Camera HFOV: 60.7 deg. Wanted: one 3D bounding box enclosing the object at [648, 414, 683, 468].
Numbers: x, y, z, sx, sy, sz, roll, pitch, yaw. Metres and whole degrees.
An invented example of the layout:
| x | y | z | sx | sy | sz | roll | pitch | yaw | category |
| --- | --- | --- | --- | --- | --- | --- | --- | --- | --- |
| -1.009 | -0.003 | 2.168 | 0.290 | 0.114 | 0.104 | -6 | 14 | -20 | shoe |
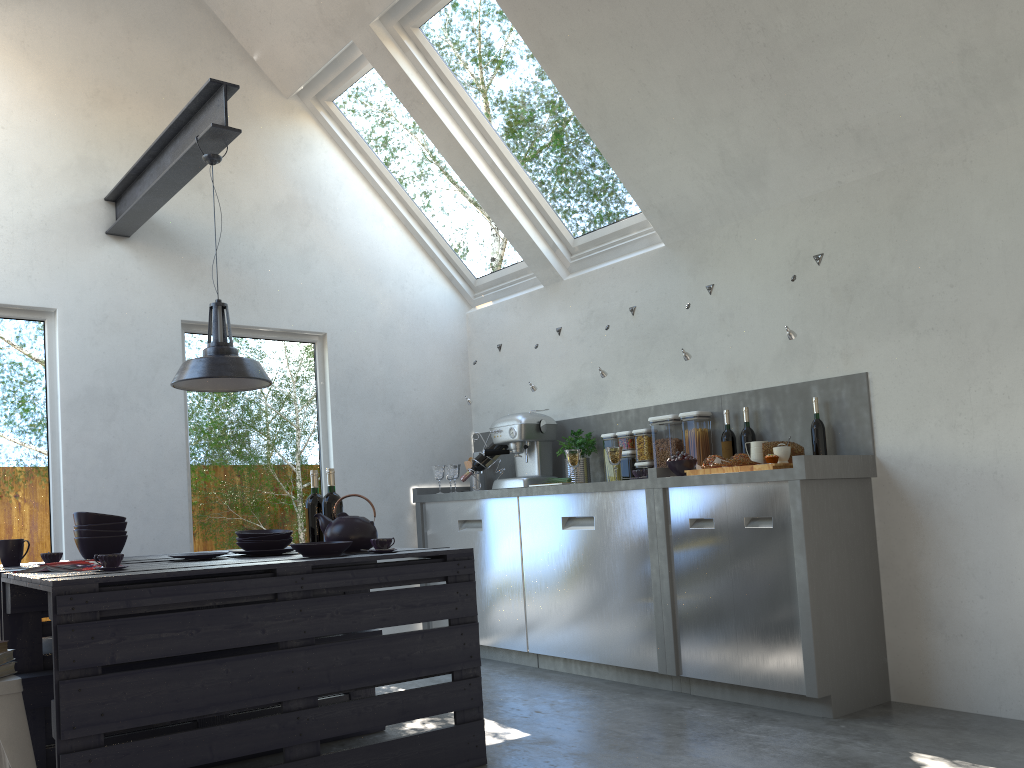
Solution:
| x | y | z | sx | sy | sz | roll | pitch | yaw | category |
| --- | --- | --- | --- | --- | --- | --- | --- | --- | --- |
| 0.863 | 0.353 | 4.790 | 0.120 | 0.352 | 0.186 | 0 | -6 | -39 | object |

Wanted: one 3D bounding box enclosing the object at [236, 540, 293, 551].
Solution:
| x | y | z | sx | sy | sz | roll | pitch | yaw | category |
| --- | --- | --- | --- | --- | --- | --- | --- | --- | --- |
| -1.002 | 0.659 | 3.545 | 0.231 | 0.047 | 0.229 | -3 | -8 | 2 | object |

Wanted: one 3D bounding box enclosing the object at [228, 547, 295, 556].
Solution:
| x | y | z | sx | sy | sz | roll | pitch | yaw | category |
| --- | --- | --- | --- | --- | --- | --- | --- | --- | --- |
| -0.999 | 0.680 | 3.544 | 0.293 | 0.024 | 0.301 | -2 | -8 | -7 | object |

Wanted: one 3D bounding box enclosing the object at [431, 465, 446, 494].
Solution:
| x | y | z | sx | sy | sz | roll | pitch | yaw | category |
| --- | --- | --- | --- | --- | --- | --- | --- | --- | --- |
| -0.486 | 0.641 | 5.854 | 0.092 | 0.191 | 0.105 | 1 | -6 | -44 | object |

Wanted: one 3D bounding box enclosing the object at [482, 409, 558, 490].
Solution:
| x | y | z | sx | sy | sz | roll | pitch | yaw | category |
| --- | --- | --- | --- | --- | --- | --- | --- | --- | --- |
| 0.053 | 0.413 | 5.498 | 0.403 | 0.497 | 0.382 | 1 | -7 | -38 | object |

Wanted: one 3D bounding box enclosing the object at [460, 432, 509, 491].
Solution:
| x | y | z | sx | sy | sz | roll | pitch | yaw | category |
| --- | --- | --- | --- | --- | --- | --- | --- | --- | --- |
| -0.195 | 0.515 | 5.795 | 0.327 | 0.391 | 0.239 | -2 | -5 | -8 | object |

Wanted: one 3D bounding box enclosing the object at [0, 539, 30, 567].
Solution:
| x | y | z | sx | sy | sz | roll | pitch | yaw | category |
| --- | --- | --- | --- | --- | --- | --- | --- | --- | --- |
| -2.049 | 0.692 | 3.587 | 0.138 | 0.109 | 0.095 | -9 | -8 | 43 | object |

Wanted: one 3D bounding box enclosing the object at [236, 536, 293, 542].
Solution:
| x | y | z | sx | sy | sz | roll | pitch | yaw | category |
| --- | --- | --- | --- | --- | --- | --- | --- | --- | --- |
| -1.002 | 0.644 | 3.544 | 0.217 | 0.062 | 0.243 | 2 | -9 | -33 | object |

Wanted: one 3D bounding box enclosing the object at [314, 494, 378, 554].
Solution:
| x | y | z | sx | sy | sz | roll | pitch | yaw | category |
| --- | --- | --- | --- | --- | --- | --- | --- | --- | --- |
| -0.635 | 0.548 | 3.428 | 0.206 | 0.231 | 0.226 | 1 | -7 | -36 | object |

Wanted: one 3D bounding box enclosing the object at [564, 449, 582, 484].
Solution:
| x | y | z | sx | sy | sz | roll | pitch | yaw | category |
| --- | --- | --- | --- | --- | --- | --- | --- | --- | --- |
| 0.343 | 0.457 | 4.821 | 0.101 | 0.191 | 0.096 | -4 | -5 | 11 | object |

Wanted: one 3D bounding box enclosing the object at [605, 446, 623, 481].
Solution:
| x | y | z | sx | sy | sz | roll | pitch | yaw | category |
| --- | --- | --- | --- | --- | --- | --- | --- | --- | --- |
| 0.562 | 0.439 | 4.761 | 0.105 | 0.191 | 0.092 | -7 | -6 | 40 | object |

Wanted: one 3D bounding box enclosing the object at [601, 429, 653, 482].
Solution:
| x | y | z | sx | sy | sz | roll | pitch | yaw | category |
| --- | --- | --- | --- | --- | --- | --- | --- | --- | --- |
| 0.676 | 0.419 | 4.996 | 0.100 | 0.292 | 0.364 | 0 | -7 | -39 | object |

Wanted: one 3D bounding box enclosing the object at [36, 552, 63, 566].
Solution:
| x | y | z | sx | sy | sz | roll | pitch | yaw | category |
| --- | --- | --- | --- | --- | --- | --- | --- | --- | --- |
| -1.781 | 0.678 | 3.387 | 0.124 | 0.056 | 0.109 | -9 | -9 | 39 | object |

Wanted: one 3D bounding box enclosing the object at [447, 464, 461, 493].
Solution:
| x | y | z | sx | sy | sz | roll | pitch | yaw | category |
| --- | --- | --- | --- | --- | --- | --- | --- | --- | --- |
| -0.381 | 0.632 | 5.828 | 0.095 | 0.191 | 0.102 | -2 | -5 | -15 | object |

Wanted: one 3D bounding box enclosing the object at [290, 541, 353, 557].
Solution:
| x | y | z | sx | sy | sz | roll | pitch | yaw | category |
| --- | --- | --- | --- | --- | --- | --- | --- | --- | --- |
| -0.690 | 0.600 | 3.174 | 0.231 | 0.047 | 0.229 | -3 | -8 | 2 | object |

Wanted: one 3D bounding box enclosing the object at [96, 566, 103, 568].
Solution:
| x | y | z | sx | sy | sz | roll | pitch | yaw | category |
| --- | --- | --- | --- | --- | --- | --- | --- | --- | --- |
| -1.361 | 0.609 | 2.911 | 0.027 | 0.013 | 0.136 | -1 | -8 | -15 | object |

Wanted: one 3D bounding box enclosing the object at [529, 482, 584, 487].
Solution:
| x | y | z | sx | sy | sz | roll | pitch | yaw | category |
| --- | --- | --- | --- | --- | --- | --- | --- | --- | --- |
| 0.253 | 0.578 | 5.027 | 0.170 | 0.012 | 0.280 | 4 | -11 | -40 | object |

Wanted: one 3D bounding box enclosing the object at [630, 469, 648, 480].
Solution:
| x | y | z | sx | sy | sz | roll | pitch | yaw | category |
| --- | --- | --- | --- | --- | --- | --- | --- | --- | --- |
| 0.660 | 0.466 | 4.484 | 0.111 | 0.056 | 0.122 | 0 | -8 | -23 | object |

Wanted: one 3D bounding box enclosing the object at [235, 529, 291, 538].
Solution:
| x | y | z | sx | sy | sz | roll | pitch | yaw | category |
| --- | --- | --- | --- | --- | --- | --- | --- | --- | --- |
| -1.008 | 0.621 | 3.552 | 0.216 | 0.058 | 0.244 | 3 | -10 | -38 | object |

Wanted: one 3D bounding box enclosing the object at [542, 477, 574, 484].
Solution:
| x | y | z | sx | sy | sz | roll | pitch | yaw | category |
| --- | --- | --- | --- | --- | --- | --- | --- | --- | --- |
| 0.237 | 0.558 | 5.045 | 0.136 | 0.053 | 0.290 | 1 | -9 | -24 | object |

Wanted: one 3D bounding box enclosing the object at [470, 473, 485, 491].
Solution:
| x | y | z | sx | sy | sz | roll | pitch | yaw | category |
| --- | --- | --- | --- | --- | --- | --- | --- | --- | --- |
| -0.240 | 0.688 | 6.062 | 0.108 | 0.131 | 0.106 | -3 | -5 | 3 | object |

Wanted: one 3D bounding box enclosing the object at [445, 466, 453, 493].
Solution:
| x | y | z | sx | sy | sz | roll | pitch | yaw | category |
| --- | --- | --- | --- | --- | --- | --- | --- | --- | --- |
| -0.420 | 0.655 | 5.973 | 0.103 | 0.191 | 0.094 | -5 | -5 | 23 | object |

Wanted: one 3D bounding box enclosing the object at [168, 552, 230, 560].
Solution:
| x | y | z | sx | sy | sz | roll | pitch | yaw | category |
| --- | --- | --- | --- | --- | --- | --- | --- | --- | --- |
| -1.217 | 0.670 | 3.402 | 0.222 | 0.019 | 0.249 | 3 | -10 | -33 | object |

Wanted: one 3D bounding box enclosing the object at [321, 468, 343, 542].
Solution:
| x | y | z | sx | sy | sz | roll | pitch | yaw | category |
| --- | --- | --- | --- | --- | --- | --- | --- | --- | --- |
| -0.757 | 0.528 | 3.688 | 0.091 | 0.343 | 0.092 | -3 | -4 | -5 | object |

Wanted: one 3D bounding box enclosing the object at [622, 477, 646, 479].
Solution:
| x | y | z | sx | sy | sz | roll | pitch | yaw | category |
| --- | --- | --- | --- | --- | --- | --- | --- | --- | --- |
| 0.623 | 0.482 | 4.468 | 0.139 | 0.013 | 0.026 | -7 | -8 | 28 | object |

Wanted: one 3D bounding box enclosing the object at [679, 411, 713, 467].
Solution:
| x | y | z | sx | sy | sz | roll | pitch | yaw | category |
| --- | --- | --- | --- | --- | --- | --- | --- | --- | --- |
| 0.985 | 0.327 | 4.643 | 0.120 | 0.352 | 0.136 | 0 | -5 | -39 | object |

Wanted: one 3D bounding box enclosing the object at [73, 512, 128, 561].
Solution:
| x | y | z | sx | sy | sz | roll | pitch | yaw | category |
| --- | --- | --- | --- | --- | --- | --- | --- | --- | --- |
| -1.747 | 0.647 | 3.716 | 0.202 | 0.213 | 0.206 | 1 | -7 | -37 | object |

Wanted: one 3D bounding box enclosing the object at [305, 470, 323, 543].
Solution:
| x | y | z | sx | sy | sz | roll | pitch | yaw | category |
| --- | --- | --- | --- | --- | --- | --- | --- | --- | --- |
| -0.849 | 0.546 | 3.789 | 0.091 | 0.343 | 0.091 | -3 | -4 | 0 | object |

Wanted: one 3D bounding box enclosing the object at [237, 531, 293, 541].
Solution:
| x | y | z | sx | sy | sz | roll | pitch | yaw | category |
| --- | --- | --- | --- | --- | --- | --- | --- | --- | --- |
| -1.001 | 0.632 | 3.549 | 0.216 | 0.062 | 0.244 | 2 | -9 | -33 | object |

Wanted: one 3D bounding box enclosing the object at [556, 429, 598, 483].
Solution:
| x | y | z | sx | sy | sz | roll | pitch | yaw | category |
| --- | --- | --- | --- | --- | --- | --- | --- | --- | --- |
| 0.389 | 0.440 | 5.238 | 0.252 | 0.340 | 0.248 | -3 | -5 | 5 | object |

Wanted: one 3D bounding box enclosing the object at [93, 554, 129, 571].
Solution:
| x | y | z | sx | sy | sz | roll | pitch | yaw | category |
| --- | --- | --- | --- | --- | --- | --- | --- | --- | --- |
| -1.324 | 0.587 | 2.890 | 0.110 | 0.056 | 0.123 | 1 | -8 | -30 | object |

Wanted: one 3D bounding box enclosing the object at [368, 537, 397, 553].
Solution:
| x | y | z | sx | sy | sz | roll | pitch | yaw | category |
| --- | --- | --- | --- | --- | --- | --- | --- | --- | --- |
| -0.486 | 0.601 | 3.260 | 0.124 | 0.056 | 0.109 | -10 | -10 | 44 | object |

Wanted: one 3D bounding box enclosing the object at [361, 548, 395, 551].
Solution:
| x | y | z | sx | sy | sz | roll | pitch | yaw | category |
| --- | --- | --- | --- | --- | --- | --- | --- | --- | --- |
| -0.492 | 0.612 | 3.219 | 0.126 | 0.013 | 0.029 | 1 | -8 | -24 | object |
